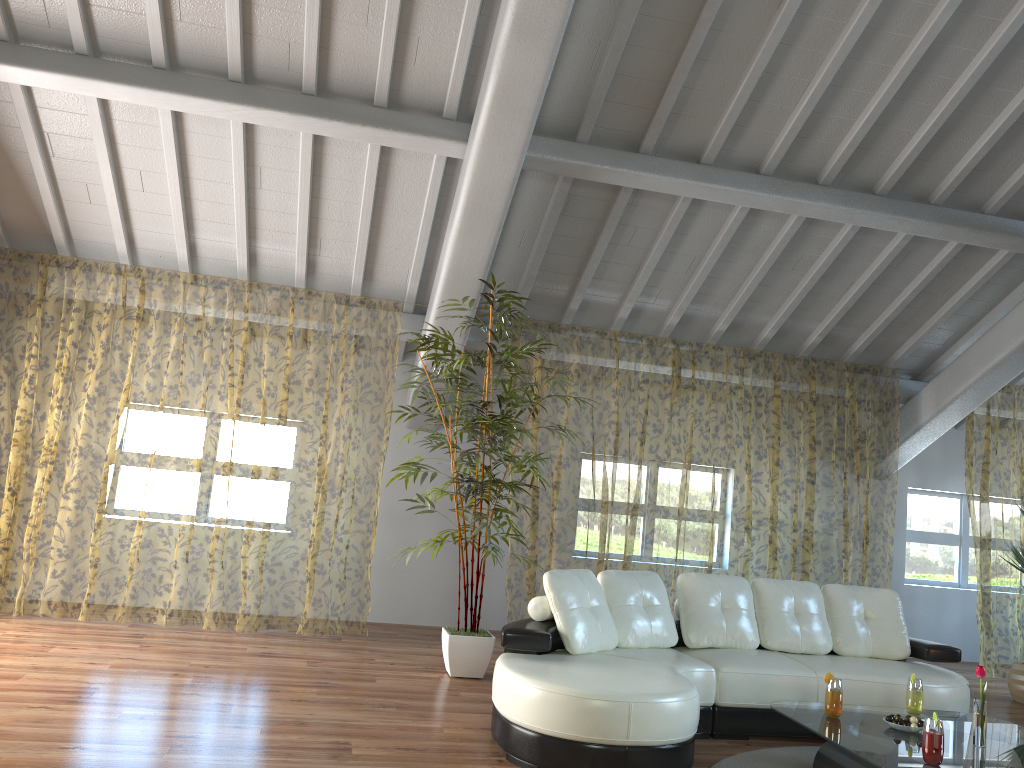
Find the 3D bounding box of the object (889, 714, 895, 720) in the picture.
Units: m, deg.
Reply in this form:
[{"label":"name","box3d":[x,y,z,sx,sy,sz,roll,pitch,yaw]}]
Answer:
[{"label":"object","box3d":[1.665,1.464,3.884,0.030,0.031,0.032,6,-7,-2]}]

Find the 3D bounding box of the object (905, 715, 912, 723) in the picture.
[{"label":"object","box3d":[1.721,1.453,3.845,0.031,0.031,0.030,6,-7,-8]}]

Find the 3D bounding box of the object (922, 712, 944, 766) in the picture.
[{"label":"object","box3d":[1.560,1.310,3.288,0.081,0.192,0.075,11,-9,-35]}]

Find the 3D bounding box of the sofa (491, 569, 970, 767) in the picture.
[{"label":"sofa","box3d":[1.178,1.481,4.861,3.047,0.805,1.359,10,-9,-31]}]

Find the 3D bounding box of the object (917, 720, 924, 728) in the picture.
[{"label":"object","box3d":[1.741,1.447,3.773,0.030,0.033,0.030,10,-9,-31]}]

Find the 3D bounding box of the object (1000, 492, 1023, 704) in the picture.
[{"label":"object","box3d":[3.976,1.607,6.681,0.564,1.586,0.588,2,-8,22]}]

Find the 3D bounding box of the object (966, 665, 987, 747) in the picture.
[{"label":"object","box3d":[1.927,1.328,3.670,0.060,0.323,0.069,10,-9,-34]}]

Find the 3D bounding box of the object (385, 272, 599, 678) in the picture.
[{"label":"object","box3d":[-0.187,0.601,5.673,1.399,2.473,1.177,4,-8,14]}]

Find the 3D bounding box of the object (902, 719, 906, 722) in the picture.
[{"label":"object","box3d":[1.713,1.478,3.862,0.031,0.031,0.030,3,-8,16]}]

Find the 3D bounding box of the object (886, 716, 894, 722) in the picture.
[{"label":"object","box3d":[1.645,1.459,3.861,0.032,0.031,0.031,3,-8,17]}]

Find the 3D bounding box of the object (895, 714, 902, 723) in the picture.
[{"label":"object","box3d":[1.665,1.441,3.820,0.030,0.034,0.030,10,-8,-29]}]

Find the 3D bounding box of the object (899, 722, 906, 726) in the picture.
[{"label":"object","box3d":[1.677,1.468,3.810,0.031,0.030,0.032,7,-8,-13]}]

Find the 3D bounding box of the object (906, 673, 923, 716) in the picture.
[{"label":"object","box3d":[1.891,1.457,4.171,0.081,0.192,0.075,6,-7,-6]}]

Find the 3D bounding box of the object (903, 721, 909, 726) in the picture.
[{"label":"object","box3d":[1.700,1.474,3.832,0.032,0.030,0.031,2,-8,25]}]

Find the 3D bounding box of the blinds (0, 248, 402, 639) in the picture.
[{"label":"blinds","box3d":[-2.648,0.424,6.392,3.505,2.546,0.306,7,-8,-11]}]

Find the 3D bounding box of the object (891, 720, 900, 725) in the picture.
[{"label":"object","box3d":[1.646,1.460,3.806,0.031,0.031,0.032,10,-9,-34]}]

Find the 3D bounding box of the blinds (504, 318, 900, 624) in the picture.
[{"label":"blinds","box3d":[1.550,0.930,7.209,3.505,2.546,0.306,7,-8,-11]}]

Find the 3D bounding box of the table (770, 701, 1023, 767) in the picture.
[{"label":"table","box3d":[1.824,1.629,3.671,1.201,0.290,1.201,6,-7,-8]}]

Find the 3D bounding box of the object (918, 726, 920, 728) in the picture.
[{"label":"object","box3d":[1.740,1.467,3.796,0.032,0.031,0.031,6,-7,-1]}]

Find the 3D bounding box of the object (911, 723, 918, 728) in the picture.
[{"label":"object","box3d":[1.713,1.460,3.774,0.032,0.032,0.030,6,-7,-8]}]

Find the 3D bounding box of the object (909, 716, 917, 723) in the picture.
[{"label":"object","box3d":[1.725,1.445,3.811,0.032,0.032,0.029,-2,-10,43]}]

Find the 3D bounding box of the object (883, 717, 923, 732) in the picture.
[{"label":"object","box3d":[1.696,1.475,3.827,0.178,0.031,0.178,8,-8,-18]}]

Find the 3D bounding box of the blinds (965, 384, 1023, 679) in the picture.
[{"label":"blinds","box3d":[5.224,1.374,7.926,2.780,2.546,0.306,7,-8,-11]}]

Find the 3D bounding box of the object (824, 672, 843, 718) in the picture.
[{"label":"object","box3d":[1.432,1.385,3.952,0.081,0.192,0.075,2,-8,24]}]

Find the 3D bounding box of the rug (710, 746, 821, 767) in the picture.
[{"label":"rug","box3d":[1.924,1.770,3.488,2.313,0.020,2.307,12,-10,-40]}]

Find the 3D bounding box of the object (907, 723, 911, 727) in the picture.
[{"label":"object","box3d":[1.708,1.471,3.802,0.032,0.030,0.032,0,-9,38]}]
